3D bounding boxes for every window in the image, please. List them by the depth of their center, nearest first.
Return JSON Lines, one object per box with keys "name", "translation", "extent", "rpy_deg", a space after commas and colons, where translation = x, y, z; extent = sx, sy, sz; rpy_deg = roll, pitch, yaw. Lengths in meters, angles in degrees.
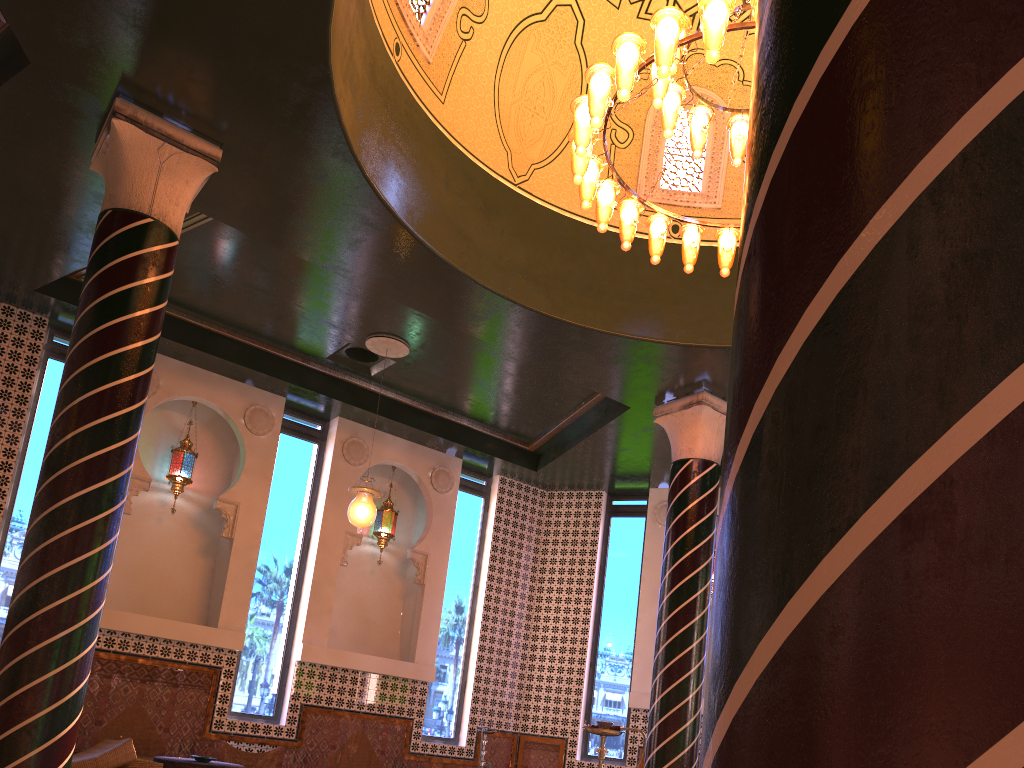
{"name": "window", "translation": [1.857, -3.501, 6.544], "extent": [5.740, 1.111, 5.857], "rpy_deg": [7, -22, 1]}
{"name": "window", "translation": [-5.427, 1.556, 9.935], "extent": [0.797, 3.826, 0.092], "rpy_deg": [15, -14, -36]}
{"name": "window", "translation": [-3.162, 2.522, 11.581], "extent": [0.797, 3.826, 0.092], "rpy_deg": [15, -14, -36]}
{"name": "window", "translation": [-0.898, 3.489, 13.226], "extent": [0.797, 3.826, 0.092], "rpy_deg": [15, -14, -36]}
{"name": "window", "translation": [1.645, 3.904, 13.484], "extent": [0.772, 3.826, 0.095], "rpy_deg": [2, -12, 25]}

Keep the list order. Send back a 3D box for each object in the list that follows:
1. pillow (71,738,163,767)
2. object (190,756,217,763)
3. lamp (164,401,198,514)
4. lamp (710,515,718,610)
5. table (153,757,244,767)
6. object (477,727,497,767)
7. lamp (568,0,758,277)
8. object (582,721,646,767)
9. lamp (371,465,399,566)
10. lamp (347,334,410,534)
{"name": "pillow", "translation": [-2.765, 2.953, 5.311], "extent": [10.378, 1.210, 10.221], "rpy_deg": [22, -27, -32]}
{"name": "object", "translation": [-2.973, 3.614, 8.308], "extent": [0.255, 0.043, 0.262], "rpy_deg": [15, -24, -18]}
{"name": "lamp", "translation": [-4.180, 0.920, 11.002], "extent": [0.325, 1.496, 0.377], "rpy_deg": [7, -12, -1]}
{"name": "lamp", "translation": [3.100, 2.711, 13.171], "extent": [0.324, 1.496, 0.378], "rpy_deg": [1, -13, 28]}
{"name": "table", "translation": [-3.032, 3.904, 8.239], "extent": [0.855, 0.561, 0.874], "rpy_deg": [15, -21, -22]}
{"name": "object", "translation": [-0.438, 5.497, 12.250], "extent": [0.300, 1.199, 0.486], "rpy_deg": [7, -13, 2]}
{"name": "lamp", "translation": [1.854, -3.513, 6.377], "extent": [2.527, 4.404, 2.545], "rpy_deg": [14, -16, -26]}
{"name": "object", "translation": [0.648, 2.957, 5.920], "extent": [0.469, 1.198, 0.310], "rpy_deg": [12, -13, -19]}
{"name": "lamp", "translation": [-1.845, 1.927, 12.724], "extent": [0.361, 1.496, 0.339], "rpy_deg": [7, -12, -2]}
{"name": "lamp", "translation": [-1.601, 0.615, 9.980], "extent": [0.523, 2.217, 0.539], "rpy_deg": [-4, -16, 43]}
